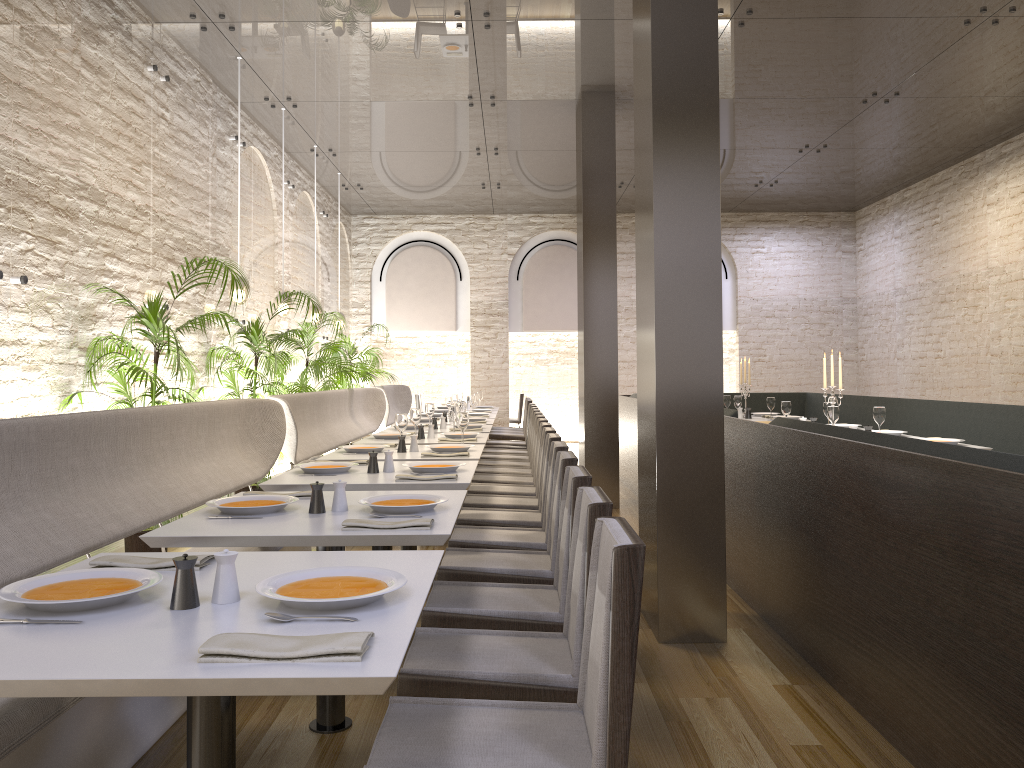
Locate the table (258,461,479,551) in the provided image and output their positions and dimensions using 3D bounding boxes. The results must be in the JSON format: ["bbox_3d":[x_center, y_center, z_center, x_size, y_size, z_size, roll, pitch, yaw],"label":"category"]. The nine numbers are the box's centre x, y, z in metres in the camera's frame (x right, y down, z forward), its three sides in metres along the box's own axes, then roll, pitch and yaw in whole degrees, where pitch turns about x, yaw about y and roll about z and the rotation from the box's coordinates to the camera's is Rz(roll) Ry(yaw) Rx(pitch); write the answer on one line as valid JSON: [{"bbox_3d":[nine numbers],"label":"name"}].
[{"bbox_3d":[-0.650,0.814,4.400,0.936,0.761,1.010,0,0,0],"label":"table"}]

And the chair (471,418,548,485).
[{"bbox_3d":[-0.011,0.714,6.542,0.565,0.907,0.411,0,-1,0],"label":"chair"}]

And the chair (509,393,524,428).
[{"bbox_3d":[-0.066,0.618,15.254,0.565,0.907,0.411,0,-1,0],"label":"chair"}]

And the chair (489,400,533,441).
[{"bbox_3d":[-0.011,0.660,11.381,0.565,0.907,0.411,0,-1,0],"label":"chair"}]

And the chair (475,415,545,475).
[{"bbox_3d":[-0.011,0.707,7.102,0.565,0.907,0.411,0,-1,0],"label":"chair"}]

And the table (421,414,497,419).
[{"bbox_3d":[-0.650,0.751,10.145,0.936,0.761,1.010,0,0,0],"label":"table"}]

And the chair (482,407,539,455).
[{"bbox_3d":[-0.011,0.688,8.826,0.565,0.907,0.411,0,-1,0],"label":"chair"}]

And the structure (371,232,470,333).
[{"bbox_3d":[-1.504,-1.680,14.624,1.633,1.677,0.097,0,-2,0],"label":"structure"}]

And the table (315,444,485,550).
[{"bbox_3d":[-0.650,0.802,5.532,0.936,0.761,1.010,0,0,0],"label":"table"}]

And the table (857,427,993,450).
[{"bbox_3d":[2.421,0.766,6.720,1.100,0.760,2.537,0,0,0],"label":"table"}]

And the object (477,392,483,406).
[{"bbox_3d":[-0.458,0.227,12.660,0.086,0.231,0.086,-1,-2,30],"label":"object"}]

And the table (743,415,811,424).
[{"bbox_3d":[2.420,0.738,9.276,1.100,0.761,1.187,0,0,0],"label":"table"}]

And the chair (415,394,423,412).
[{"bbox_3d":[-1.378,0.627,15.254,0.565,0.907,0.411,0,-1,0],"label":"chair"}]

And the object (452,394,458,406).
[{"bbox_3d":[-0.713,0.246,11.079,0.086,0.231,0.086,-1,-2,30],"label":"object"}]

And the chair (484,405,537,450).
[{"bbox_3d":[-0.011,0.682,9.415,0.565,0.907,0.411,0,-1,0],"label":"chair"}]

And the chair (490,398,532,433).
[{"bbox_3d":[-0.011,0.654,11.942,0.565,0.907,0.411,0,-1,0],"label":"chair"}]

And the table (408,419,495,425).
[{"bbox_3d":[-0.650,0.763,9.027,0.936,0.761,1.010,0,0,0],"label":"table"}]

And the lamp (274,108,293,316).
[{"bbox_3d":[-2.235,-1.680,8.661,0.178,2.043,0.177,0,-2,-15],"label":"lamp"}]

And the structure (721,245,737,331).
[{"bbox_3d":[2.876,-1.712,14.625,1.633,1.677,0.097,0,-2,0],"label":"structure"}]

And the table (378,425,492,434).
[{"bbox_3d":[-0.650,0.776,7.857,0.936,0.761,1.010,0,0,0],"label":"table"}]

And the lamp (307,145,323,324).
[{"bbox_3d":[-2.235,-1.695,10.076,0.178,2.043,0.177,0,-2,-21],"label":"lamp"}]

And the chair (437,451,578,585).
[{"bbox_3d":[-0.010,0.745,3.657,0.565,0.907,0.411,0,-1,0],"label":"chair"}]

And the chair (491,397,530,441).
[{"bbox_3d":[-0.011,0.647,12.519,0.565,0.907,0.411,0,-1,0],"label":"chair"}]

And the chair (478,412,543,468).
[{"bbox_3d":[-0.011,0.701,7.666,0.565,0.907,0.411,0,-1,0],"label":"chair"}]

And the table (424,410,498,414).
[{"bbox_3d":[-0.651,0.739,11.248,0.936,0.761,1.010,0,0,0],"label":"table"}]

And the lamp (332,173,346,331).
[{"bbox_3d":[-2.235,-1.711,11.463,0.178,2.043,0.177,0,-2,-21],"label":"lamp"}]

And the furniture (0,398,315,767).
[{"bbox_3d":[-1.406,0.660,3.642,0.709,1.098,4.473,0,0,0],"label":"furniture"}]

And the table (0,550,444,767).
[{"bbox_3d":[-0.649,0.842,1.899,0.936,0.761,1.010,0,0,0],"label":"table"}]

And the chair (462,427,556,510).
[{"bbox_3d":[-0.010,0.726,5.383,0.565,0.907,0.411,0,-1,0],"label":"chair"}]

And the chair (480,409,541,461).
[{"bbox_3d":[-0.011,0.695,8.258,0.565,0.907,0.411,0,-1,0],"label":"chair"}]

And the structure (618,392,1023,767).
[{"bbox_3d":[2.440,0.663,5.150,2.371,1.002,10.741,0,1,0],"label":"structure"}]

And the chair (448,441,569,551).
[{"bbox_3d":[-0.010,0.739,4.222,0.565,0.907,0.411,0,-1,0],"label":"chair"}]

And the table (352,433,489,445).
[{"bbox_3d":[-0.650,0.789,6.695,0.936,0.761,1.010,0,0,0],"label":"table"}]

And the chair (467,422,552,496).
[{"bbox_3d":[-0.011,0.720,5.948,0.565,0.907,0.411,0,-1,0],"label":"chair"}]

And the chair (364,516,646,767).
[{"bbox_3d":[-0.010,0.765,1.881,0.565,0.907,0.411,0,-1,0],"label":"chair"}]

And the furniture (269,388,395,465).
[{"bbox_3d":[-1.406,0.609,8.280,0.709,1.098,4.473,0,0,0],"label":"furniture"}]

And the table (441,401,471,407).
[{"bbox_3d":[-0.719,0.695,15.257,0.936,0.761,1.010,0,0,0],"label":"table"}]

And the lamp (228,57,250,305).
[{"bbox_3d":[-2.235,-1.664,7.259,0.177,2.043,0.177,-1,-2,21],"label":"lamp"}]

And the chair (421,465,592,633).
[{"bbox_3d":[-0.010,0.752,3.040,0.565,0.907,0.411,0,-1,0],"label":"chair"}]

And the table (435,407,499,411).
[{"bbox_3d":[-0.651,0.726,12.387,0.936,0.761,1.010,0,0,0],"label":"table"}]

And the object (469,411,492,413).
[{"bbox_3d":[-0.389,0.352,10.898,0.273,0.033,0.142,0,1,0],"label":"object"}]

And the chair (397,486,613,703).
[{"bbox_3d":[-0.010,0.759,2.446,0.565,0.907,0.411,0,-1,0],"label":"chair"}]

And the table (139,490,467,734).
[{"bbox_3d":[-0.649,0.828,3.149,0.936,0.761,1.010,0,0,0],"label":"table"}]

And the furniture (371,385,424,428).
[{"bbox_3d":[-1.406,0.568,11.955,0.707,1.098,2.583,0,0,0],"label":"furniture"}]

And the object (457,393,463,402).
[{"bbox_3d":[-0.713,0.234,12.206,0.086,0.231,0.086,-1,-2,30],"label":"object"}]

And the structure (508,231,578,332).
[{"bbox_3d":[0.756,-1.697,14.624,1.633,1.677,0.097,0,-2,0],"label":"structure"}]

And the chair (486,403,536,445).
[{"bbox_3d":[-0.011,0.676,9.973,0.565,0.907,0.411,0,-1,0],"label":"chair"}]

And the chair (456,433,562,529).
[{"bbox_3d":[-0.010,0.733,4.816,0.565,0.907,0.411,0,-1,0],"label":"chair"}]
